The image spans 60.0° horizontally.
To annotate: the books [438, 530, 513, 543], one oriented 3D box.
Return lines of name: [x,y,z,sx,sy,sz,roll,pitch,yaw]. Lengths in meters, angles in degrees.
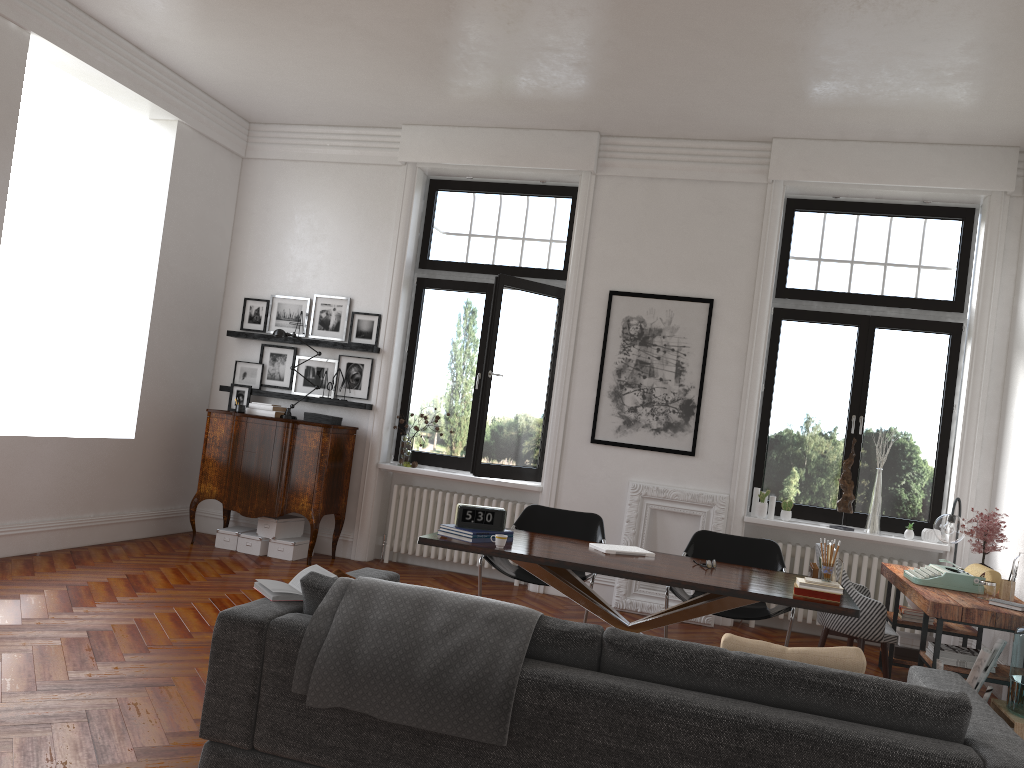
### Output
books: [-0.204,0.852,4.971,0.264,0.027,0.348,5,-3,40]

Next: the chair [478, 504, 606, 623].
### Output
chair: [0.227,1.279,5.859,0.752,0.872,0.746,7,-2,15]

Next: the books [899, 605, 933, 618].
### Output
books: [2.832,1.598,6.226,0.190,0.022,0.240,7,-3,15]

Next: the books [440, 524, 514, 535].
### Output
books: [-0.195,0.813,4.958,0.250,0.017,0.345,5,-3,40]

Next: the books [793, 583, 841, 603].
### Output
books: [1.513,1.035,4.403,0.215,0.040,0.159,6,-3,17]

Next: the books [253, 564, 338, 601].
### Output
books: [-0.825,0.767,3.436,0.279,0.096,0.224,9,-3,-33]

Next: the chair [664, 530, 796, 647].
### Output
chair: [1.354,1.409,5.553,0.752,0.872,0.746,7,-2,15]

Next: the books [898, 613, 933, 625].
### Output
books: [2.825,1.641,6.224,0.209,0.024,0.248,7,-3,15]

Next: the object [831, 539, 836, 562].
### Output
object: [1.605,0.876,4.458,0.032,0.195,0.008,8,-2,-31]

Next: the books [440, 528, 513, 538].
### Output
books: [-0.197,0.830,4.957,0.250,0.017,0.345,5,-3,40]

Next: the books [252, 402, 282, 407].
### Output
books: [-2.220,0.185,8.029,0.200,0.014,0.179,7,-3,15]

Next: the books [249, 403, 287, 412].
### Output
books: [-2.215,0.216,8.048,0.239,0.044,0.255,7,-3,15]

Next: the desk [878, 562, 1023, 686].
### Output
desk: [2.754,1.654,5.568,0.647,0.757,1.800,7,-2,15]

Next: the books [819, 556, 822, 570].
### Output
books: [1.656,1.006,4.735,0.040,0.157,0.128,7,-2,15]

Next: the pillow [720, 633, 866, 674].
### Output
pillow: [0.935,1.079,3.011,0.486,0.460,0.225,7,-2,15]

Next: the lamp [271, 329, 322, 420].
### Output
lamp: [-1.988,-0.077,8.071,0.491,0.802,0.174,8,-2,-20]

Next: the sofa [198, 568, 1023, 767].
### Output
sofa: [0.362,1.247,3.322,2.643,0.828,1.263,7,-2,15]

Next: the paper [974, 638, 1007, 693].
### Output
paper: [2.413,1.632,4.659,0.294,0.625,0.048,7,-1,8]

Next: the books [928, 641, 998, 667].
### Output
books: [2.497,1.496,4.922,0.308,0.038,0.226,7,-3,15]

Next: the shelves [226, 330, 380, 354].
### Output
shelves: [-1.954,-0.393,8.263,1.514,0.055,0.158,7,-3,15]

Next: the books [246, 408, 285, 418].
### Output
books: [-2.224,0.265,8.042,0.294,0.057,0.230,7,-3,15]

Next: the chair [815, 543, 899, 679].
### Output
chair: [2.192,1.515,5.707,0.547,0.899,0.717,7,-2,8]

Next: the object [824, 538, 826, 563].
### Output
object: [1.578,0.876,4.466,0.008,0.193,0.049,8,-1,-15]

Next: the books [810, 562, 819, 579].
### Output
books: [1.599,1.020,4.705,0.028,0.124,0.221,7,-2,15]

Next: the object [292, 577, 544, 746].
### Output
object: [-0.307,0.907,3.014,0.751,0.387,0.400,7,-2,15]

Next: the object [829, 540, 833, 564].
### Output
object: [1.585,0.872,4.412,0.008,0.195,0.037,7,-2,27]

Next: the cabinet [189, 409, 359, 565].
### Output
cabinet: [-2.151,0.908,7.936,1.265,1.217,0.641,7,-2,15]

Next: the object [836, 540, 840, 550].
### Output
object: [1.612,0.877,4.433,0.038,0.195,0.008,6,-2,41]

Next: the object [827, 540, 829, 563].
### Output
object: [1.571,0.872,4.415,0.008,0.193,0.049,6,-2,39]

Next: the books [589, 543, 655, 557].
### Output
books: [0.644,0.973,5.192,0.326,0.026,0.231,8,-3,-20]

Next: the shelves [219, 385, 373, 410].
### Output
shelves: [-2.019,0.126,8.252,1.514,0.055,0.156,7,-3,15]

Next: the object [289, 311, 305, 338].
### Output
object: [-2.004,-0.556,8.297,0.174,0.260,0.040,7,-1,15]

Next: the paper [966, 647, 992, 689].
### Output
paper: [2.287,1.608,4.501,0.047,0.609,0.330,7,-2,-5]

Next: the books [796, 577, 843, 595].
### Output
books: [1.526,1.003,4.406,0.207,0.028,0.164,7,-3,13]

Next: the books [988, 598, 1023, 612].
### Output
books: [2.763,1.230,4.951,0.129,0.031,0.213,9,-3,-37]

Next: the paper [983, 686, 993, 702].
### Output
paper: [2.399,1.744,4.586,0.126,0.388,0.026,6,-2,37]

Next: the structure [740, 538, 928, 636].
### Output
structure: [2.642,1.750,7.254,1.452,0.778,0.225,7,-2,15]

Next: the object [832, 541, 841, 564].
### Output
object: [1.608,0.877,4.422,0.008,0.194,0.044,9,-2,-45]

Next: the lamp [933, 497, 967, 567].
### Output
lamp: [3.067,1.062,6.170,0.207,0.549,0.442,6,-2,38]

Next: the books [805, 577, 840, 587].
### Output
books: [1.543,0.986,4.414,0.159,0.008,0.128,6,-3,16]

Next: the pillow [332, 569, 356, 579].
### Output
pillow: [-0.530,0.943,3.505,0.331,0.396,0.469,9,-3,-38]

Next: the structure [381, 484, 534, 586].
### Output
structure: [-0.495,1.389,8.105,1.452,0.778,0.225,7,-2,15]

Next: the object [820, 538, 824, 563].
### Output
object: [1.560,0.872,4.447,0.049,0.193,0.008,7,-1,19]

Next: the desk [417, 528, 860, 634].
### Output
desk: [0.647,1.348,4.918,2.224,0.751,1.031,7,-2,15]

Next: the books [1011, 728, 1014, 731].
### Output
books: [2.497,1.810,4.292,0.187,0.257,0.054,7,-1,16]

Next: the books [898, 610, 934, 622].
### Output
books: [2.828,1.619,6.223,0.209,0.023,0.252,7,-3,15]

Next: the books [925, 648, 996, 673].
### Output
books: [2.482,1.530,4.916,0.308,0.038,0.226,7,-3,14]

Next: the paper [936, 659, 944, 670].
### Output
paper: [2.228,1.682,4.627,0.033,0.478,0.073,8,-2,-38]

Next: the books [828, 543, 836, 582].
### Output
books: [1.697,0.975,4.705,0.043,0.239,0.310,7,-2,15]
